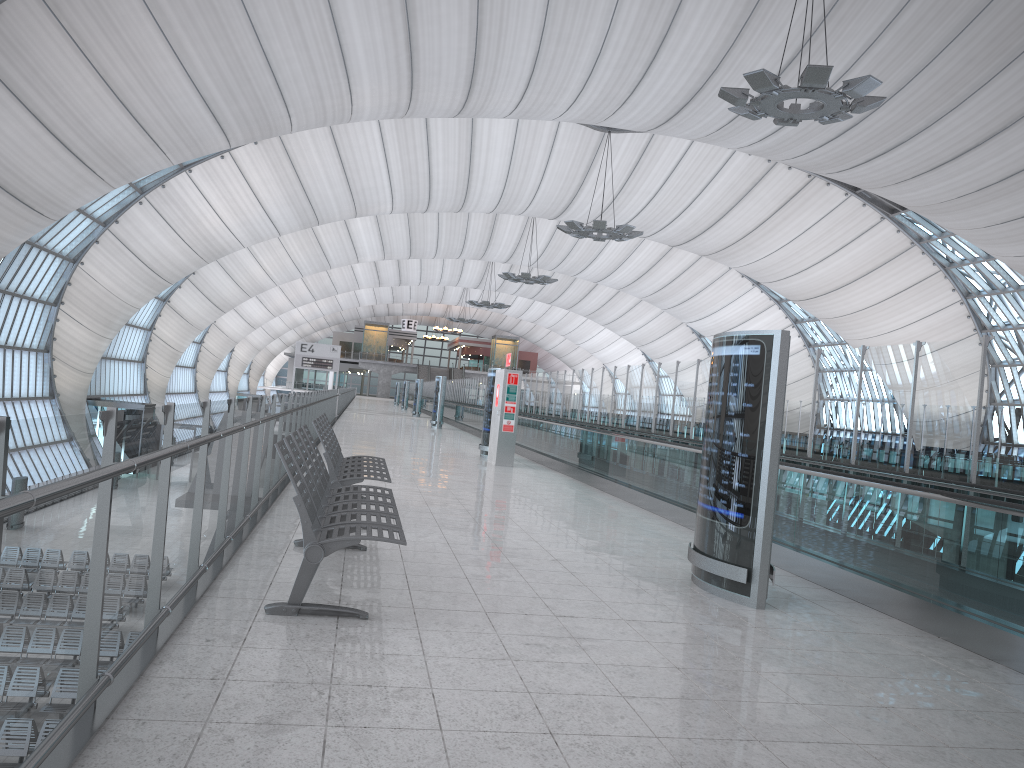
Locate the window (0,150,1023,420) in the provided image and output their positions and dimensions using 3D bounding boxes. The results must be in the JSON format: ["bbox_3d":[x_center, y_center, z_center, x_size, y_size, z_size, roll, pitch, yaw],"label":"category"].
[{"bbox_3d":[-2.487,-2.385,77.264,50.537,20.004,167.818,6,-1,-9],"label":"window"}]

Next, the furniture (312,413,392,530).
[{"bbox_3d":[-1.576,0.801,8.690,0.713,0.902,2.520,6,-1,-9],"label":"furniture"}]

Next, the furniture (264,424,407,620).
[{"bbox_3d":[-1.093,0.789,5.707,0.713,0.902,2.520,6,-1,-9],"label":"furniture"}]
